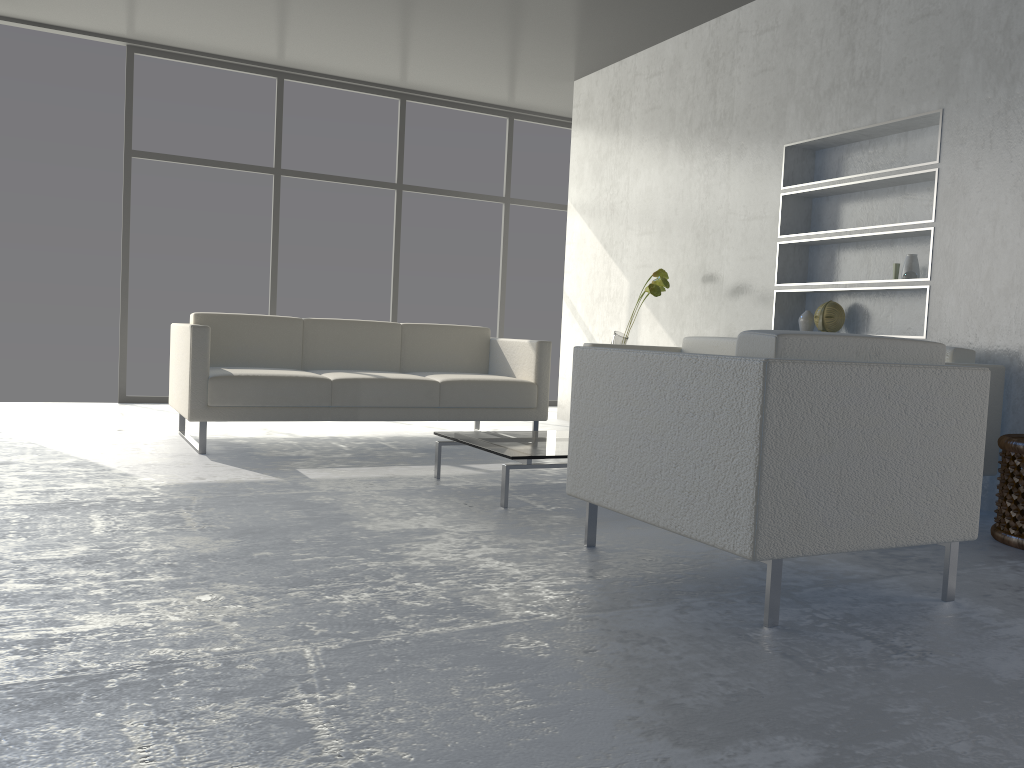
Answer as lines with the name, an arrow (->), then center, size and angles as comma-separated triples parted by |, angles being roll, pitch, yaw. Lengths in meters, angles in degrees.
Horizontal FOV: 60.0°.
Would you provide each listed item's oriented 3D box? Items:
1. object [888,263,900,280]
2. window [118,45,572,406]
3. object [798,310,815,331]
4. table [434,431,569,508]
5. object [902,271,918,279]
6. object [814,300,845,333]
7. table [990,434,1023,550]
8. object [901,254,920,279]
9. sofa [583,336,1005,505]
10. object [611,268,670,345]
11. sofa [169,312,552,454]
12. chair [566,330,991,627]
object -> 1.790, -0.514, 4.136 | 0.074, 0.094, 0.074 | 4, 4, 27
window -> -0.899, -1.064, 7.104 | 4.080, 2.477, 0.037 | 1, 4, -27
object -> 1.537, -0.319, 4.621 | 0.086, 0.128, 0.086 | 2, 3, -16
table -> 0.169, 0.330, 3.627 | 0.773, 0.190, 0.730 | 1, 4, -27
object -> 1.793, -0.484, 3.993 | 0.064, 0.050, 0.064 | 1, 3, -22
object -> 1.583, -0.335, 4.475 | 0.088, 0.179, 0.163 | 0, 4, -37
table -> 1.865, 0.369, 2.959 | 0.452, 0.358, 0.452 | 5, 4, 38
object -> 1.825, -0.527, 4.057 | 0.079, 0.130, 0.079 | 1, 4, -29
sofa -> 1.145, 0.113, 4.156 | 0.821, 0.658, 1.881 | 1, 4, -27
object -> 0.708, -0.157, 5.121 | 0.387, 1.051, 0.400 | 3, 3, 1
sofa -> -0.805, -0.018, 4.797 | 1.881, 0.658, 0.821 | 1, 4, -27
chair -> 0.673, 0.185, 2.429 | 0.748, 0.662, 0.821 | 1, 4, -27
